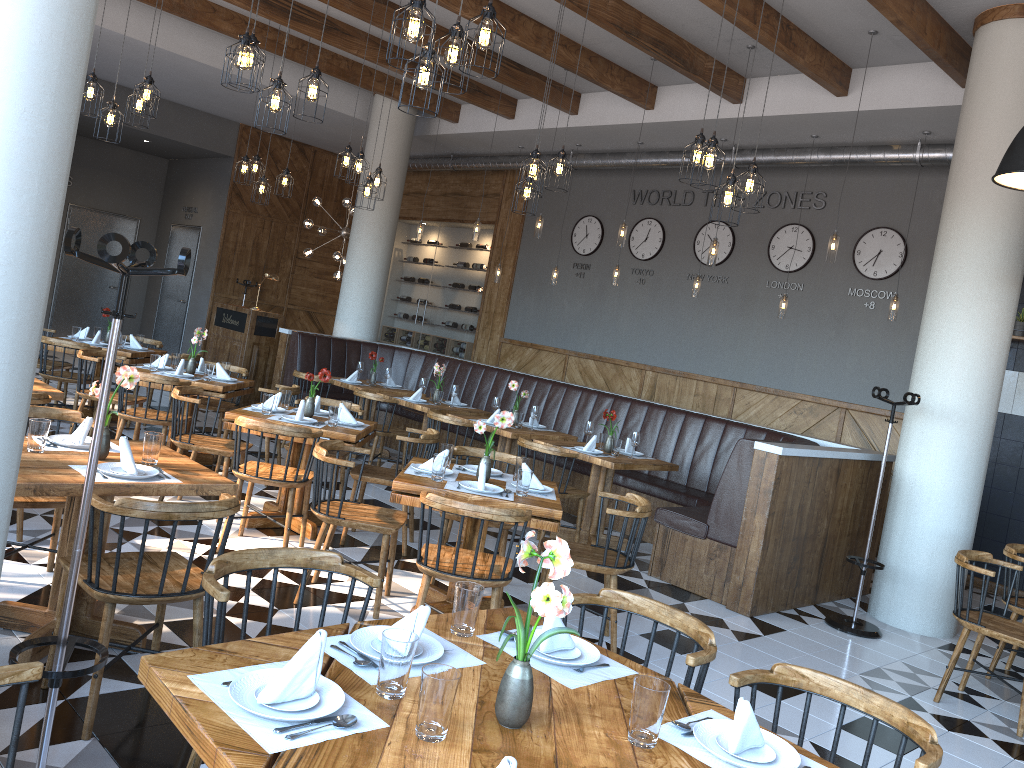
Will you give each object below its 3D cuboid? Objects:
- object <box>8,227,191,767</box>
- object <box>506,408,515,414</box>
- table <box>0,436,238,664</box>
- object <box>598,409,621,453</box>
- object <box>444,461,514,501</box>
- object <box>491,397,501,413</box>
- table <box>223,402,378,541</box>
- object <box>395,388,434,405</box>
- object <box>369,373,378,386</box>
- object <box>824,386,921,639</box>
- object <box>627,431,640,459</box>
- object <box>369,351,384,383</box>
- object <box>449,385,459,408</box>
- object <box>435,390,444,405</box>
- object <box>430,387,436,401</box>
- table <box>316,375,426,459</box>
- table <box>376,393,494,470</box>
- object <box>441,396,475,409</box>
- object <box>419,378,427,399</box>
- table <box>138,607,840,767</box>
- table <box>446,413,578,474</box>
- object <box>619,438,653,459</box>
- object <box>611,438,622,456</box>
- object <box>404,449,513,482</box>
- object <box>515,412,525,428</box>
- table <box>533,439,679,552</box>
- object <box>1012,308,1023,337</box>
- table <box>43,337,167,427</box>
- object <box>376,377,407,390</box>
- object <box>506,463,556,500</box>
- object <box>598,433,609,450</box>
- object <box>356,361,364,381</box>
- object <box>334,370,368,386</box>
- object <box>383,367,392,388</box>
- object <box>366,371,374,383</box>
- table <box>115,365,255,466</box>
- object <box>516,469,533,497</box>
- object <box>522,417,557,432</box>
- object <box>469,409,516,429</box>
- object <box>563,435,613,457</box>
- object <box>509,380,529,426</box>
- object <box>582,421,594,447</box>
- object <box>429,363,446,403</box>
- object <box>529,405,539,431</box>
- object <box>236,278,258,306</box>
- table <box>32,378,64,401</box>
[{"bbox_3d":[-1.212,0.405,2.495,0.376,1.657,0.373,11,1,28],"label":"object"},{"bbox_3d":[-0.026,0.289,8.077,0.079,0.132,0.080,9,2,-45],"label":"object"},{"bbox_3d":[-1.792,0.685,3.690,0.847,0.763,0.854,8,3,-45],"label":"table"},{"bbox_3d":[0.771,0.374,7.121,0.170,0.355,0.157,9,2,-42],"label":"object"},{"bbox_3d":[-0.152,0.473,4.518,0.352,0.137,0.272,10,3,0],"label":"object"},{"bbox_3d":[-0.152,0.226,8.042,0.081,0.215,0.081,10,1,9],"label":"object"},{"bbox_3d":[-1.470,0.603,6.071,0.864,0.763,0.865,10,2,0],"label":"table"},{"bbox_3d":[-0.927,0.098,8.539,0.271,0.137,0.353,7,4,-45],"label":"object"},{"bbox_3d":[-1.472,-0.047,9.392,0.080,0.132,0.080,11,2,30],"label":"object"},{"bbox_3d":[2.477,0.857,6.047,0.375,1.657,0.374,11,1,23],"label":"object"},{"bbox_3d":[0.968,0.486,7.040,0.081,0.215,0.081,10,1,14],"label":"object"},{"bbox_3d":[-1.488,-0.170,9.511,0.171,0.355,0.155,11,2,39],"label":"object"},{"bbox_3d":[-0.567,0.117,8.627,0.081,0.215,0.081,10,1,-14],"label":"object"},{"bbox_3d":[-0.711,0.135,8.605,0.080,0.132,0.080,11,2,30],"label":"object"},{"bbox_3d":[-0.785,0.107,8.861,0.079,0.132,0.080,9,2,-45],"label":"object"},{"bbox_3d":[-1.576,0.382,9.513,0.847,0.763,0.854,8,3,-45],"label":"table"},{"bbox_3d":[-0.816,0.564,8.727,0.847,0.763,0.854,8,3,-45],"label":"table"},{"bbox_3d":[-0.552,0.144,8.902,0.271,0.137,0.353,7,4,-45],"label":"object"},{"bbox_3d":[-0.891,0.049,8.806,0.081,0.215,0.081,11,2,37],"label":"object"},{"bbox_3d":[-0.067,1.100,1.898,1.212,0.763,1.219,8,3,-41],"label":"table"},{"bbox_3d":[-0.065,0.744,7.950,0.847,0.763,0.854,8,3,-45],"label":"table"},{"bbox_3d":[0.985,0.512,7.312,0.271,0.137,0.353,7,4,-45],"label":"object"},{"bbox_3d":[0.824,0.503,7.018,0.080,0.132,0.080,11,2,30],"label":"object"},{"bbox_3d":[-0.265,0.430,4.896,0.577,0.137,0.583,10,3,0],"label":"object"},{"bbox_3d":[0.065,0.321,7.802,0.079,0.132,0.080,9,2,-40],"label":"object"},{"bbox_3d":[0.695,0.927,7.164,0.847,0.763,0.854,8,3,-45],"label":"table"},{"bbox_3d":[4.674,-0.563,8.144,0.172,0.268,0.190,9,2,-27],"label":"object"},{"bbox_3d":[-4.046,-0.014,8.735,0.864,0.763,0.865,10,2,0],"label":"table"},{"bbox_3d":[-1.309,-0.038,9.684,0.271,0.137,0.353,7,4,-45],"label":"object"},{"bbox_3d":[0.112,0.504,4.786,0.272,0.137,0.352,10,3,0],"label":"object"},{"bbox_3d":[0.750,0.475,7.273,0.079,0.132,0.080,9,2,-45],"label":"object"},{"bbox_3d":[-1.651,-0.133,9.592,0.081,0.215,0.081,11,2,37],"label":"object"},{"bbox_3d":[-1.684,-0.084,9.322,0.271,0.137,0.353,7,4,-45],"label":"object"},{"bbox_3d":[-1.327,-0.065,9.414,0.081,0.215,0.081,10,1,-14],"label":"object"},{"bbox_3d":[-1.545,-0.075,9.647,0.079,0.132,0.080,9,2,-45],"label":"object"},{"bbox_3d":[-2.751,0.296,7.396,0.864,0.763,0.865,10,2,0],"label":"table"},{"bbox_3d":[0.060,0.510,4.568,0.080,0.132,0.080,11,2,20],"label":"object"},{"bbox_3d":[0.212,0.327,8.112,0.271,0.137,0.353,7,4,-45],"label":"object"},{"bbox_3d":[-0.164,0.281,7.750,0.271,0.137,0.353,7,4,-45],"label":"object"},{"bbox_3d":[0.610,0.466,6.950,0.271,0.137,0.353,7,4,-45],"label":"object"},{"bbox_3d":[0.037,0.171,7.951,0.206,0.400,0.147,9,2,-42],"label":"object"},{"bbox_3d":[0.622,0.412,7.241,0.081,0.215,0.081,9,2,-36],"label":"object"},{"bbox_3d":[-0.739,-0.012,8.715,0.146,0.400,0.207,9,2,-37],"label":"object"},{"bbox_3d":[0.192,0.299,7.843,0.081,0.215,0.081,10,1,9],"label":"object"},{"bbox_3d":[-4.342,-0.835,14.070,0.373,1.657,0.376,10,1,-22],"label":"object"},{"bbox_3d":[-3.309,0.322,5.258,0.847,0.763,0.854,8,3,-45],"label":"table"}]
